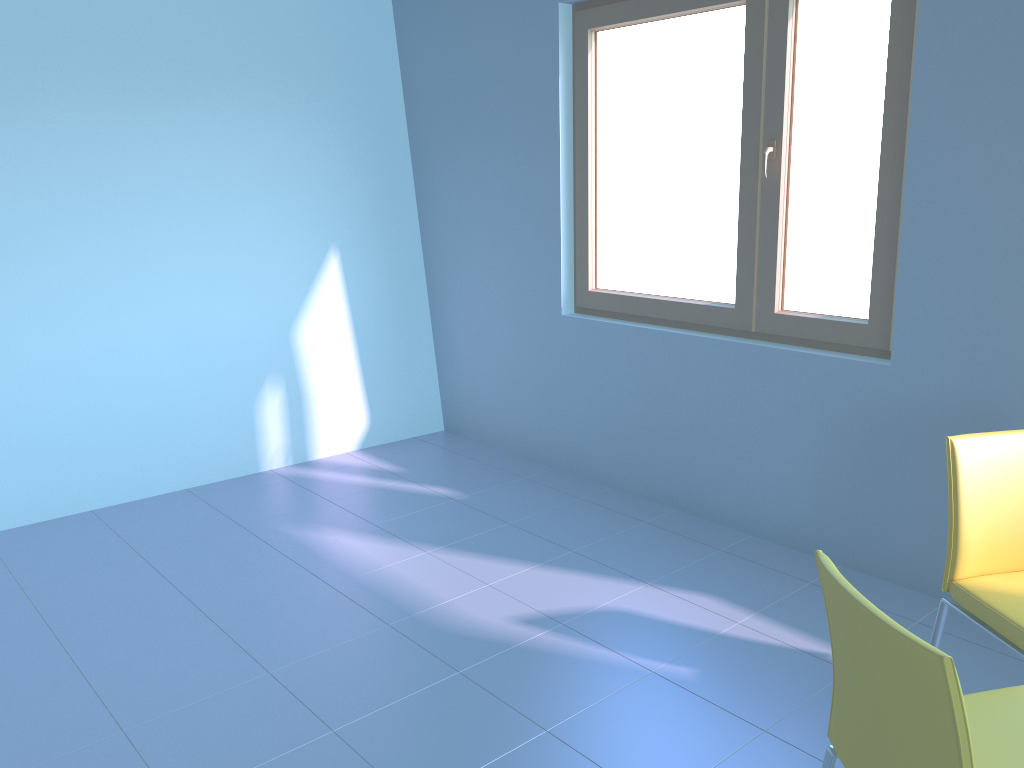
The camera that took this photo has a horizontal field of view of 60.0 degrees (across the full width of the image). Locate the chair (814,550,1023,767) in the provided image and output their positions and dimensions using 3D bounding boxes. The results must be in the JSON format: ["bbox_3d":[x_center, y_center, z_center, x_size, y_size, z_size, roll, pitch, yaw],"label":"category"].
[{"bbox_3d":[0.759,0.641,1.433,0.484,0.695,0.387,-4,14,-9],"label":"chair"}]

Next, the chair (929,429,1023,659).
[{"bbox_3d":[1.229,0.499,1.976,0.387,0.695,0.484,-4,14,-9],"label":"chair"}]

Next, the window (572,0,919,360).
[{"bbox_3d":[0.736,-0.805,3.199,0.142,1.263,1.475,-13,17,-39],"label":"window"}]
